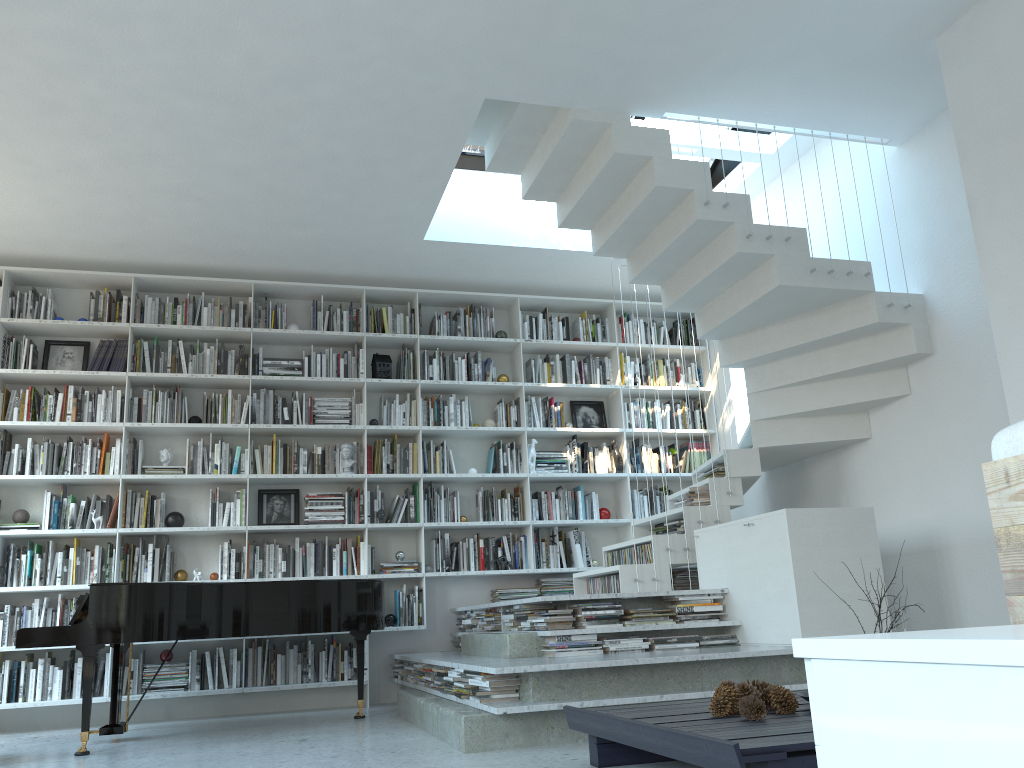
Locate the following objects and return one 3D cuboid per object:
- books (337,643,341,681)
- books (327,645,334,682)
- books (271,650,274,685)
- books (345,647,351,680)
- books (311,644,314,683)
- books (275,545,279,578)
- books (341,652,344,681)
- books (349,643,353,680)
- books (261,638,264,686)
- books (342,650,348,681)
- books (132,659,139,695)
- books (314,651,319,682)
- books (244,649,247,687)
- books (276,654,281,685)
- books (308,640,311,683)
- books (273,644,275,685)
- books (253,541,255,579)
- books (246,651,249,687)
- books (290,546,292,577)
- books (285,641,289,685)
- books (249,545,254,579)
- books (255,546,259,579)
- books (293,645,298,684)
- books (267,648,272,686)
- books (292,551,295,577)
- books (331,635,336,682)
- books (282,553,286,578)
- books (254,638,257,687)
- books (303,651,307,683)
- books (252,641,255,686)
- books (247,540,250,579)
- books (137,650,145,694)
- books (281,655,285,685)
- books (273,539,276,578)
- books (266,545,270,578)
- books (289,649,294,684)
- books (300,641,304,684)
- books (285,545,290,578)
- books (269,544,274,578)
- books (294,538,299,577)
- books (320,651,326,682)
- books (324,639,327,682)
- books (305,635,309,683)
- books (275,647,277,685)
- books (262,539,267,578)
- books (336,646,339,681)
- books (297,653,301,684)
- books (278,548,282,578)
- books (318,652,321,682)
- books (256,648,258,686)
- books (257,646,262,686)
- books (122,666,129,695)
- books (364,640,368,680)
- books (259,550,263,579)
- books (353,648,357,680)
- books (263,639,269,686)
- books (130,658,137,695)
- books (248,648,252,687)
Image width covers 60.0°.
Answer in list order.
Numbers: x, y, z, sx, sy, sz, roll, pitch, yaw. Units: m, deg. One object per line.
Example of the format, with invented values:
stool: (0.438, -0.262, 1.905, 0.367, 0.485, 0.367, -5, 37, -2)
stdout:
books: (-1.243, 1.995, 6.372, 0.011, 0.257, 0.172, 1, -15, -16)
books: (-1.305, 1.994, 6.340, 0.044, 0.250, 0.187, 1, -15, -16)
books: (-1.692, 1.997, 6.255, 0.012, 0.238, 0.129, 1, -15, -16)
books: (-1.182, 2.015, 6.397, 0.028, 0.227, 0.162, 1, -15, -16)
books: (-1.432, 1.992, 6.332, 0.024, 0.261, 0.132, 1, -15, -16)
books: (-1.710, 1.299, 6.444, 0.021, 0.243, 0.142, 1, -15, -16)
books: (-1.227, 2.031, 6.377, 0.024, 0.190, 0.155, 1, -15, -16)
books: (-1.161, 1.999, 6.398, 0.013, 0.255, 0.177, 1, -15, -16)
books: (-1.758, 1.946, 6.241, 0.012, 0.336, 0.144, 1, -15, -16)
books: (-1.202, 2.022, 6.376, 0.022, 0.204, 0.191, 1, -15, -16)
books: (-2.543, 1.981, 6.009, 0.027, 0.226, 0.139, 1, -15, -16)
books: (-1.403, 2.019, 6.343, 0.040, 0.211, 0.129, 1, -15, -16)
books: (-1.865, 1.986, 6.210, 0.012, 0.253, 0.161, 1, -15, -16)
books: (-1.644, 2.009, 6.245, 0.028, 0.206, 0.175, 1, -15, -16)
books: (-1.447, 1.975, 6.315, 0.014, 0.287, 0.185, 1, -15, -16)
books: (-1.683, 1.981, 6.267, 0.012, 0.275, 0.155, 1, -15, -16)
books: (-1.860, 1.277, 6.395, 0.011, 0.274, 0.146, 1, -15, -16)
books: (-1.854, 1.995, 6.214, 0.010, 0.237, 0.134, 1, -15, -16)
books: (-1.613, 1.306, 6.461, 0.013, 0.229, 0.139, 1, -15, -16)
books: (-1.597, 1.973, 6.289, 0.026, 0.293, 0.155, 1, -15, -16)
books: (-1.881, 1.294, 6.392, 0.029, 0.243, 0.154, 1, -15, -16)
books: (-1.838, 1.295, 6.385, 0.027, 0.233, 0.168, 1, -15, -16)
books: (-1.542, 1.991, 6.302, 0.028, 0.260, 0.133, 1, -15, -16)
books: (-1.710, 1.994, 6.254, 0.022, 0.246, 0.144, 1, -15, -16)
books: (-1.592, 1.319, 6.450, 0.023, 0.196, 0.165, 1, -15, -16)
books: (-1.280, 1.964, 6.359, 0.013, 0.316, 0.187, 1, -15, -16)
books: (-1.656, 1.322, 6.425, 0.029, 0.183, 0.175, 1, -15, -16)
books: (-1.805, 1.945, 6.235, 0.014, 0.339, 0.140, 1, -15, -16)
books: (-1.477, 2.013, 6.304, 0.022, 0.212, 0.167, 1, -15, -16)
books: (-1.813, 1.960, 6.211, 0.014, 0.300, 0.185, 1, -15, -16)
books: (-1.902, 1.274, 6.394, 0.012, 0.284, 0.160, 1, -15, -16)
books: (-2.519, 1.955, 6.024, 0.027, 0.281, 0.129, 1, -15, -16)
books: (-1.624, 2.022, 6.279, 0.030, 0.196, 0.143, 1, -15, -16)
books: (-1.723, 1.275, 6.427, 0.013, 0.281, 0.166, 1, -15, -16)
books: (-1.771, 1.296, 6.430, 0.024, 0.247, 0.132, 1, -15, -16)
books: (-1.569, 2.003, 6.292, 0.030, 0.234, 0.138, 1, -15, -16)
books: (-1.495, 1.976, 6.304, 0.013, 0.284, 0.185, 1, -15, -16)
books: (-1.631, 1.299, 6.447, 0.029, 0.237, 0.166, 1, -15, -16)
books: (-1.742, 1.293, 6.420, 0.027, 0.245, 0.179, 1, -15, -16)
books: (-1.574, 1.277, 6.481, 0.026, 0.291, 0.152, 1, -15, -16)
books: (-1.352, 2.015, 6.330, 0.029, 0.209, 0.171, 1, -15, -16)
books: (-1.335, 1.976, 6.347, 0.011, 0.292, 0.184, 1, -15, -16)
books: (-1.461, 1.952, 6.316, 0.014, 0.334, 0.183, 1, -15, -16)
books: (-1.671, 1.991, 6.268, 0.012, 0.254, 0.151, 1, -15, -16)
books: (-1.798, 1.277, 6.433, 0.027, 0.290, 0.141, 1, -15, -16)
books: (-1.265, 2.008, 6.378, 0.028, 0.238, 0.140, 1, -15, -16)
books: (-1.514, 2.019, 6.301, 0.024, 0.203, 0.145, 1, -15, -16)
books: (-1.682, 1.307, 6.427, 0.023, 0.217, 0.175, 1, -15, -16)
books: (-1.370, 2.015, 6.319, 0.010, 0.205, 0.180, 1, -15, -16)
books: (-1.795, 1.988, 6.240, 0.010, 0.258, 0.131, 1, -15, -16)
books: (-1.776, 1.984, 6.236, 0.025, 0.263, 0.145, 1, -15, -16)
books: (-2.601, 1.999, 5.981, 0.053, 0.183, 0.148, 1, -15, -16)
books: (-1.071, 1.979, 6.363, 0.038, 0.268, 0.278, 1, -15, -16)
books: (-1.816, 1.311, 6.400, 0.024, 0.208, 0.170, 1, -15, -16)
books: (-1.139, 2.017, 6.393, 0.029, 0.217, 0.191, 1, -15, -16)
books: (-1.736, 1.959, 6.245, 0.034, 0.310, 0.170, 1, -15, -16)
books: (-2.565, 1.976, 5.995, 0.023, 0.231, 0.164, 1, -15, -16)
books: (-1.831, 1.980, 6.200, 0.026, 0.255, 0.184, 1, -15, -16)
